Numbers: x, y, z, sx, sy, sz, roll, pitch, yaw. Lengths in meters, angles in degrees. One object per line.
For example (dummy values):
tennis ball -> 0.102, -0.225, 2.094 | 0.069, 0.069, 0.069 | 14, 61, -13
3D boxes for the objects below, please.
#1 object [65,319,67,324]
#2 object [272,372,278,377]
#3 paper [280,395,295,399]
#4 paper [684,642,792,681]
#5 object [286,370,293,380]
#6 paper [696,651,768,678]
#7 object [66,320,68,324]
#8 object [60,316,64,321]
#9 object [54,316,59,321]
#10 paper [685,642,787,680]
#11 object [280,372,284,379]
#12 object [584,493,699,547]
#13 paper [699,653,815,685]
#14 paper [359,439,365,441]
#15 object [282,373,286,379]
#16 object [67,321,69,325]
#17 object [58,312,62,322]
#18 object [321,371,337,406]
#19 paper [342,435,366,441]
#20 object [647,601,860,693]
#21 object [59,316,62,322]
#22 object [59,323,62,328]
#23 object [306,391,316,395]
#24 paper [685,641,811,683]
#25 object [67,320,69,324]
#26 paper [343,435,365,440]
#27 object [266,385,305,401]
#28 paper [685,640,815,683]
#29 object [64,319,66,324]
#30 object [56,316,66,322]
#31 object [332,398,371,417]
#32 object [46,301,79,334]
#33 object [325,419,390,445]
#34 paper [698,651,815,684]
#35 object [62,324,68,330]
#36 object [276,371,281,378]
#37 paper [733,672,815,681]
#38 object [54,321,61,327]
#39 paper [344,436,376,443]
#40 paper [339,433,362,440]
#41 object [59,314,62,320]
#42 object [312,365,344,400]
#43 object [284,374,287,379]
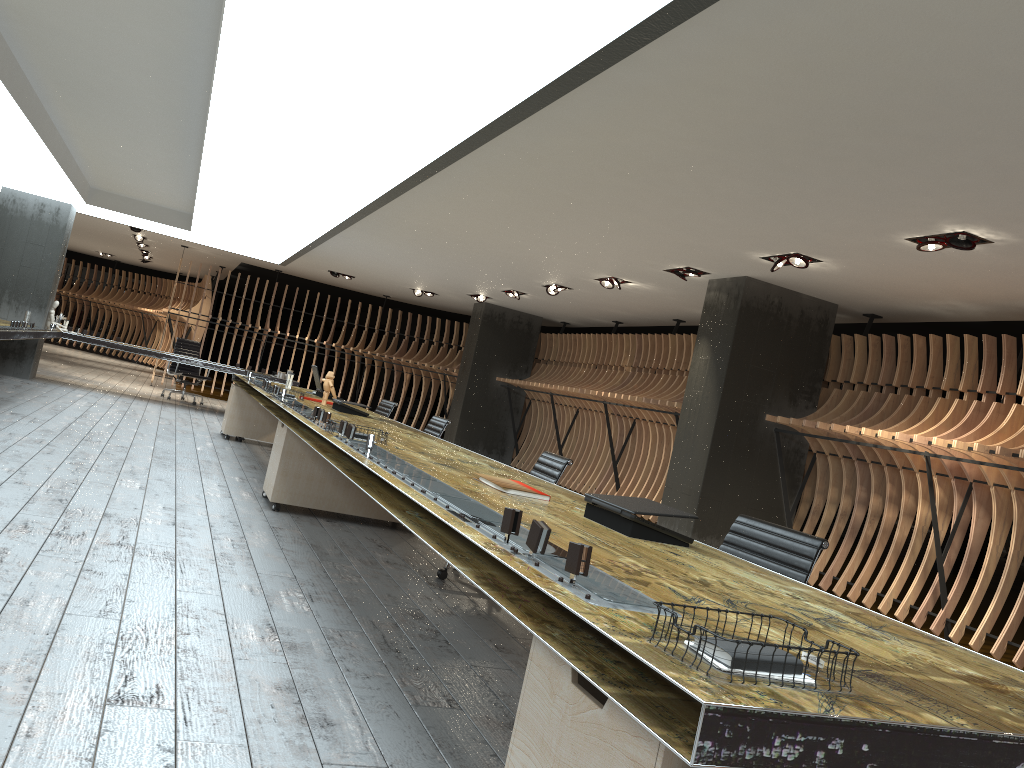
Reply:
object -> -6.564, -0.865, 13.020 | 0.007, 0.170, 0.030 | 15, -3, -44
object -> -3.818, -0.146, 14.519 | 0.216, 0.074, 0.302 | 13, -2, -16
paper -> -1.950, 0.105, 7.632 | 0.176, 0.004, 0.130 | 13, -2, -15
paper -> 0.392, 0.462, 1.469 | 0.176, 0.004, 0.130 | 13, -2, -19
object -> -3.452, -0.109, 13.782 | 0.088, 0.204, 0.263 | 14, -2, -22
paper -> 0.391, 0.462, 1.469 | 0.176, 0.004, 0.130 | 13, -2, -16
object -> -6.554, -0.863, 13.024 | 0.030, 0.170, 0.007 | 12, -3, 19
object -> -6.621, -0.900, 12.974 | 0.083, 0.240, 0.009 | 15, -3, -44
object -> -6.676, -0.895, 12.966 | 0.081, 0.198, 0.050 | 12, -2, 4
paper -> 0.392, 0.461, 1.469 | 0.176, 0.004, 0.130 | 13, -2, -17
object -> -3.580, -0.131, 13.778 | 0.062, 0.109, 0.062 | 11, -3, 42
object -> 0.441, 0.466, 3.120 | 0.261, 0.111, 0.373 | 13, -2, -21
paper -> 0.392, 0.462, 1.469 | 0.176, 0.004, 0.130 | 13, -2, -12
paper -> -0.812, 0.279, 4.624 | 0.176, 0.004, 0.130 | 13, -2, -12
object -> -3.569, -0.127, 13.848 | 0.062, 0.109, 0.062 | 11, -3, 42
object -> -6.545, -0.861, 13.040 | 0.030, 0.170, 0.007 | 14, -3, -34
object -> -6.640, -0.921, 12.982 | 0.008, 0.268, 0.060 | 13, -2, -4
object -> -1.635, 0.034, 7.783 | 0.097, 0.301, 0.321 | 14, -3, -37
paper -> -0.812, 0.278, 4.624 | 0.176, 0.004, 0.130 | 13, -2, -16
object -> 0.395, 0.437, 1.470 | 0.301, 0.074, 0.217 | 13, -2, -26
object -> -6.636, -0.894, 12.975 | 0.009, 0.222, 0.082 | 12, -2, 8
object -> -6.697, -0.852, 13.076 | 0.084, 0.111, 0.084 | 14, -3, -33
object -> -2.164, 0.118, 9.894 | 0.212, 0.019, 0.219 | 14, -2, -36
paper -> 0.392, 0.460, 1.469 | 0.176, 0.004, 0.130 | 13, -2, -16
object -> -6.548, -0.862, 13.031 | 0.030, 0.170, 0.007 | 13, -2, -8
paper -> -0.812, 0.277, 4.624 | 0.176, 0.004, 0.130 | 13, -2, -15
object -> -1.948, 0.083, 7.633 | 0.301, 0.074, 0.217 | 13, -2, -26
paper -> 0.392, 0.459, 1.469 | 0.176, 0.004, 0.130 | 13, -2, -15
object -> -6.573, -0.867, 13.021 | 0.007, 0.170, 0.030 | 13, -3, -18
object -> -6.638, -0.888, 13.026 | 0.137, 0.209, 0.034 | 14, -3, -41
object -> -1.333, 0.197, 7.328 | 0.262, 0.088, 0.373 | 13, -2, -21
object -> -6.463, -0.957, 12.822 | 0.430, 0.430, 0.195 | 13, -2, -25
object -> -0.809, 0.254, 4.624 | 0.301, 0.071, 0.209 | 13, -2, -26
paper -> 0.392, 0.460, 1.469 | 0.176, 0.004, 0.130 | 13, -2, -14
object -> -6.577, -0.822, 13.039 | 0.061, 0.111, 0.062 | 14, -3, -32
object -> -3.634, -0.142, 13.823 | 0.062, 0.109, 0.062 | 11, -3, 42
paper -> 0.402, 0.466, 1.478 | 0.176, 0.003, 0.130 | 13, -2, -22
object -> -6.671, -0.852, 12.957 | 0.108, 0.128, 0.108 | 13, -2, -6
paper -> -0.802, 0.284, 4.632 | 0.176, 0.003, 0.130 | 13, -2, -22
paper -> -0.812, 0.277, 4.624 | 0.176, 0.004, 0.130 | 13, -2, -16
object -> -6.637, -0.917, 12.984 | 0.012, 0.264, 0.062 | 12, -3, 21
object -> -1.992, -0.006, 9.570 | 0.365, 0.316, 0.373 | 13, -2, -21
object -> -3.588, -0.120, 13.857 | 0.174, 0.089, 0.289 | 13, -2, -5
